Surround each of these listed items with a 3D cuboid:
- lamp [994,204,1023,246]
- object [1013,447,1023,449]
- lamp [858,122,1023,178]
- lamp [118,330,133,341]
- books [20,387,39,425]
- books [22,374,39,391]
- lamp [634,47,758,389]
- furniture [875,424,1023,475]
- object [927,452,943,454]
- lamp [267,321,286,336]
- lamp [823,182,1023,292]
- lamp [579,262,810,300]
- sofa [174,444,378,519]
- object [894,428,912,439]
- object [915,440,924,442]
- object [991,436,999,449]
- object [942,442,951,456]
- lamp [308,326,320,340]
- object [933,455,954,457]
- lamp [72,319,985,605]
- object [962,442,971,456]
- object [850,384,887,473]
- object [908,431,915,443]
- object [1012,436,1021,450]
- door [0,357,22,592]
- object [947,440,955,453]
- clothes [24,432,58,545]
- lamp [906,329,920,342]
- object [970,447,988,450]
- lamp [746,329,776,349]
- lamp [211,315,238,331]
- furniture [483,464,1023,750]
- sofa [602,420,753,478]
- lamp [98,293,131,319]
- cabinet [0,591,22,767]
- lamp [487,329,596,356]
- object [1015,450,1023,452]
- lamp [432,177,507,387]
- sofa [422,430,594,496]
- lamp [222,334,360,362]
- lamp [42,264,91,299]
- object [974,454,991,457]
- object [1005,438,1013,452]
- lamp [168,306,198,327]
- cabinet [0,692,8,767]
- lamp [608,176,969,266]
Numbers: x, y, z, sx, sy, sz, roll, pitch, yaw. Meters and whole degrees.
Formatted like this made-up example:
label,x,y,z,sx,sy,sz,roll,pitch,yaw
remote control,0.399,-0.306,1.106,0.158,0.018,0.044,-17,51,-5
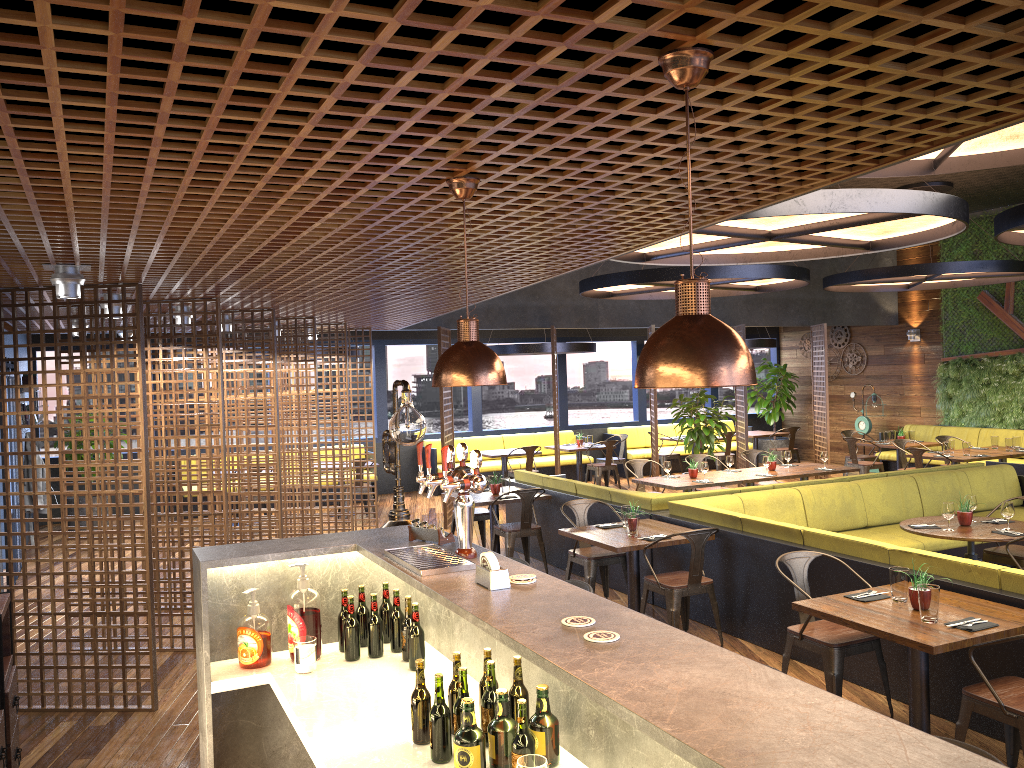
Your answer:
label,x,y,z,sx,sy,sz,roll,pitch,yaw
lamp,5.024,-1.921,6.363,2.778,1.475,2.778,-1,1,24
object,7.121,0.894,12.407,0.157,0.019,0.255,-2,1,-26
lamp,2.565,-1.997,4.787,2.778,1.159,2.778,-1,1,25
lamp,-4.342,-0.558,9.982,0.228,0.172,0.228,-2,1,-25
books,-6.091,0.266,11.171,0.223,0.489,0.286,-2,1,-34
books,-6.394,-0.021,11.772,0.177,0.245,0.450,-2,1,-25
lamp,0.365,-0.331,1.816,0.250,0.673,0.250,-2,1,7
furniture,6.612,1.219,12.915,3.378,0.916,4.755,-2,1,-25
object,5.858,0.938,12.173,0.157,0.019,0.255,-2,1,-26
lamp,-2.629,-0.611,9.844,0.228,0.172,0.228,-2,1,-25
lamp,5.873,-2.114,12.605,2.778,1.362,2.778,-1,1,29
lamp,2.203,-1.897,10.965,2.778,1.475,2.778,-2,1,-25
sofa,-3.739,1.534,14.234,3.061,0.914,0.966,-2,1,-25
object,6.054,0.782,13.802,0.238,0.271,0.260,-2,1,-4
object,6.356,0.897,13.933,0.157,0.019,0.255,-2,1,-26
object,6.795,0.824,12.478,0.102,0.178,0.102,-3,1,-40
object,5.810,0.865,11.848,0.102,0.178,0.102,-3,1,-40
lamp,-2.496,-0.633,11.073,0.228,0.172,0.228,-2,1,-25
object,5.691,0.950,11.735,0.157,0.019,0.255,-2,1,-26
lamp,0.509,0.571,9.065,9.057,2.714,3.017,-2,1,-25
object,6.014,0.860,11.734,0.102,0.178,0.102,-2,1,10
object,6.705,0.814,16.622,0.459,1.615,0.848,-2,1,-25
object,6.232,0.823,13.818,0.102,0.178,0.102,-2,1,10
object,6.997,0.820,12.292,0.102,0.178,0.102,-3,1,-40
door,-5.333,0.909,9.419,0.052,2.386,2.441,-2,1,-25
object,5.987,0.855,12.098,0.102,0.178,0.102,-3,1,-40
clothes,-6.174,1.358,11.597,0.401,1.494,0.423,-2,1,-29
lamp,7.242,-0.880,16.065,0.189,0.215,0.215,-2,1,-25
object,6.617,0.909,12.530,0.157,0.019,0.255,-2,1,-26
lamp,3.866,-1.728,16.526,1.979,2.172,1.979,-3,1,-40
lamp,-2.791,-0.589,8.632,0.228,0.172,0.228,-2,1,-25
furniture,3.522,1.393,7.821,4.895,0.914,7.462,-2,1,-30
sofa,3.371,1.257,17.581,3.061,0.914,0.966,-2,1,-25
lamp,-2.831,-0.554,6.296,0.228,0.172,0.228,-2,1,-25
cabinet,-2.672,1.596,4.324,0.473,1.007,0.553,-2,1,-25
lamp,0.387,-1.591,14.888,1.979,2.172,1.979,-2,1,20
object,6.955,0.905,12.042,0.157,0.019,0.255,-2,1,-26
lamp,-0.150,-0.330,2.910,0.250,0.673,0.250,-2,1,7
sofa,-0.055,1.390,15.968,3.061,0.914,0.966,-2,1,-25
lamp,-3.299,-1.447,13.153,1.979,2.172,1.979,-2,1,-19
lamp,-2.378,-0.546,4.748,0.228,0.172,0.228,-2,1,-25
object,6.130,0.938,11.614,0.255,0.019,0.157,-2,1,-26
object,6.782,0.830,12.096,0.102,0.178,0.102,-2,1,10
lamp,-2.775,-0.573,7.481,0.228,0.172,0.228,-2,1,-25
cabinet,-2.376,1.595,3.695,0.473,1.007,0.553,-2,1,-25
lamp,2.006,-1.833,6.957,2.778,1.475,2.778,-2,1,-21
